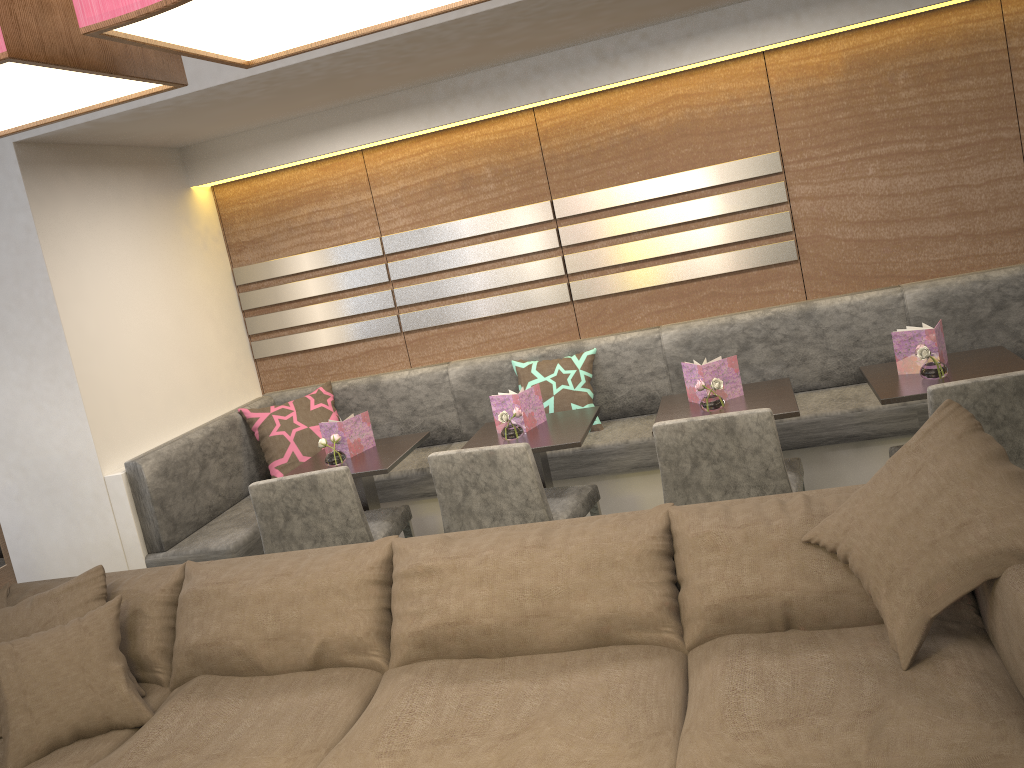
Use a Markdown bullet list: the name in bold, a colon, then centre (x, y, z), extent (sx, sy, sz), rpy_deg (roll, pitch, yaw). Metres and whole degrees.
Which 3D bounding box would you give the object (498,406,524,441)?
- **object**: centre (-0.007, 0.153, 3.446), extent (0.112, 0.124, 0.091), rpy_deg (-19, 11, -41)

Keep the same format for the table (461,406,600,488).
- **table**: centre (0.134, 0.503, 3.544), extent (0.504, 0.649, 0.513), rpy_deg (-10, 8, 15)

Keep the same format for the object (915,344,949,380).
- **object**: centre (1.446, -0.080, 3.046), extent (0.095, 0.124, 0.106), rpy_deg (-10, 8, 16)

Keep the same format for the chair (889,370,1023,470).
- **chair**: centre (1.514, 0.294, 2.816), extent (0.475, 0.755, 0.498), rpy_deg (-11, 8, 12)

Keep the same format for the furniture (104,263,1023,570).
- **furniture**: centre (0.910, 0.514, 2.080), extent (5.627, 0.845, 4.317), rpy_deg (-9, 11, 15)

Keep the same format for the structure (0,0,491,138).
- **structure**: centre (-0.943, -0.633, 0.584), extent (2.437, 0.613, 2.477), rpy_deg (-9, 11, 15)

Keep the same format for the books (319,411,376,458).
- **books**: centre (-0.706, 0.220, 3.798), extent (0.142, 0.163, 0.160), rpy_deg (-6, 10, 35)

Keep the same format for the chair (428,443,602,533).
- **chair**: centre (0.038, 0.529, 3.232), extent (0.475, 0.755, 0.499), rpy_deg (-9, 8, 22)

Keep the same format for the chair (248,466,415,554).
- **chair**: centre (-0.662, 0.644, 3.411), extent (0.476, 0.755, 0.498), rpy_deg (-11, 8, 8)

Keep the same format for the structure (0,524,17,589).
- **structure**: centre (-2.258, 1.253, 1.330), extent (0.223, 0.997, 3.827), rpy_deg (-10, 10, 16)

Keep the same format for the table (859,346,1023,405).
- **table**: centre (1.590, 0.269, 3.145), extent (0.504, 0.649, 0.513), rpy_deg (-10, 8, 15)

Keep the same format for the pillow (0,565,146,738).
- **pillow**: centre (-1.352, 0.787, 2.540), extent (0.529, 0.391, 0.293), rpy_deg (-15, 8, -16)

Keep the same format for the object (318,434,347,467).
- **object**: centre (-0.736, 0.272, 3.638), extent (0.108, 0.124, 0.094), rpy_deg (-17, 9, -31)

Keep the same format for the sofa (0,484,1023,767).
- **sofa**: centre (-0.595, 1.155, 0.892), extent (3.168, 0.669, 3.820), rpy_deg (-9, 11, 15)

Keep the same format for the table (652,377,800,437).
- **table**: centre (0.862, 0.386, 3.344), extent (0.504, 0.649, 0.513), rpy_deg (-10, 8, 15)

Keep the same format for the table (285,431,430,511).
- **table**: centre (-0.594, 0.620, 3.743), extent (0.504, 0.649, 0.513), rpy_deg (-10, 8, 15)

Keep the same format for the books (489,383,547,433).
- **books**: centre (0.026, 0.102, 3.598), extent (0.142, 0.163, 0.160), rpy_deg (-6, 10, 35)

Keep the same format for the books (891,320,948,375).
- **books**: centre (1.478, -0.131, 3.201), extent (0.142, 0.163, 0.160), rpy_deg (-6, 10, 35)

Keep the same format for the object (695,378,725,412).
- **object**: centre (0.729, 0.036, 3.238), extent (0.095, 0.124, 0.102), rpy_deg (-15, 9, -20)

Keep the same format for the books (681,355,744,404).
- **books**: centre (0.770, -0.017, 3.395), extent (0.158, 0.163, 0.143), rpy_deg (-15, 9, -19)

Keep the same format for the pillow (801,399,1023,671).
- **pillow**: centre (0.924, 0.307, 1.899), extent (0.618, 0.508, 0.303), rpy_deg (-7, 9, 29)

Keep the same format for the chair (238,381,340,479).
- **chair**: centre (-1.020, 0.259, 4.330), extent (0.496, 0.424, 0.295), rpy_deg (-17, 9, -31)

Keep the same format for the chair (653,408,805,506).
- **chair**: centre (0.764, 0.413, 3.027), extent (0.475, 0.755, 0.499), rpy_deg (-10, 8, 18)

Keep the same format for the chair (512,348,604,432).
- **chair**: centre (0.215, 0.061, 4.159), extent (0.425, 0.392, 0.222), rpy_deg (-10, 8, 16)

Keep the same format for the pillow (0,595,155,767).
- **pillow**: centre (-1.203, 0.814, 2.390), extent (0.384, 0.320, 0.235), rpy_deg (-17, 9, -29)
